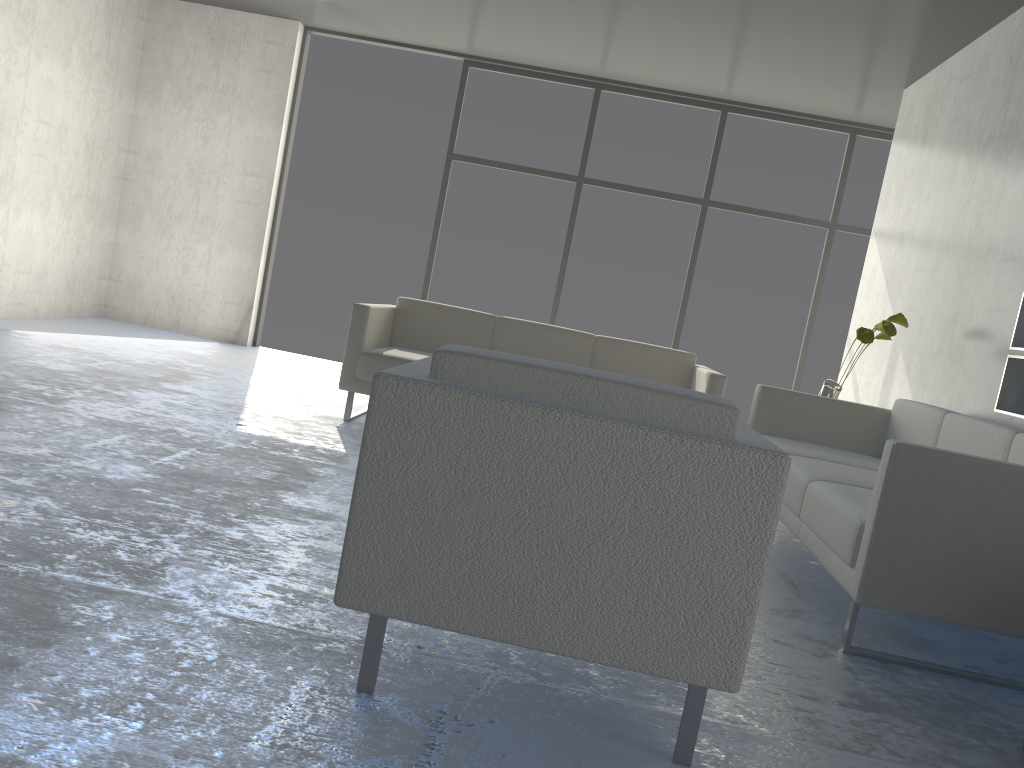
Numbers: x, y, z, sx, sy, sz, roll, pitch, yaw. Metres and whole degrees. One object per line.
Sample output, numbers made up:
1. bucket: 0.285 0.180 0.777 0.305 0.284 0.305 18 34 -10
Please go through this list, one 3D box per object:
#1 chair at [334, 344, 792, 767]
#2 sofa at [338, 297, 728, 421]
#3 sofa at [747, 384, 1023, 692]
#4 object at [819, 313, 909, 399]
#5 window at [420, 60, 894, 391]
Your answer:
1. chair: 0.104 0.274 1.980 0.748 0.662 0.821 11 5 4
2. sofa: 0.110 0.004 4.765 1.881 0.658 0.821 11 5 4
3. sofa: 1.398 0.405 3.213 0.821 0.658 1.881 11 5 4
4. object: 1.572 0.138 4.259 0.387 1.051 0.400 14 6 32
5. window: 1.398 -0.873 6.765 4.080 2.477 0.037 11 5 4
